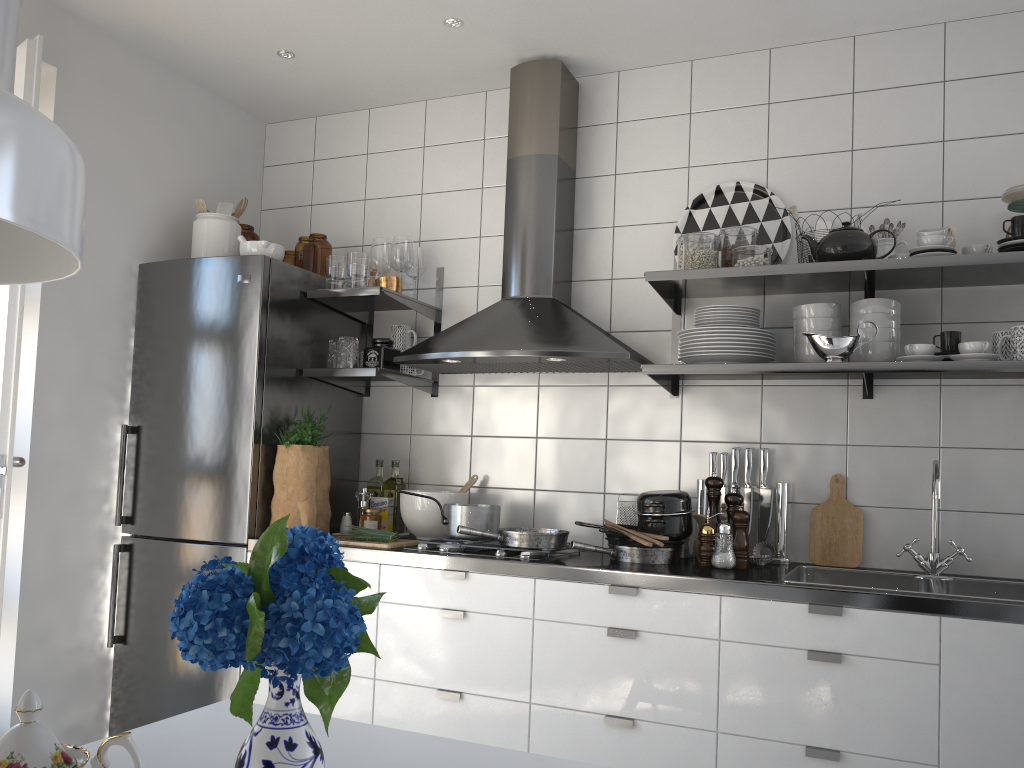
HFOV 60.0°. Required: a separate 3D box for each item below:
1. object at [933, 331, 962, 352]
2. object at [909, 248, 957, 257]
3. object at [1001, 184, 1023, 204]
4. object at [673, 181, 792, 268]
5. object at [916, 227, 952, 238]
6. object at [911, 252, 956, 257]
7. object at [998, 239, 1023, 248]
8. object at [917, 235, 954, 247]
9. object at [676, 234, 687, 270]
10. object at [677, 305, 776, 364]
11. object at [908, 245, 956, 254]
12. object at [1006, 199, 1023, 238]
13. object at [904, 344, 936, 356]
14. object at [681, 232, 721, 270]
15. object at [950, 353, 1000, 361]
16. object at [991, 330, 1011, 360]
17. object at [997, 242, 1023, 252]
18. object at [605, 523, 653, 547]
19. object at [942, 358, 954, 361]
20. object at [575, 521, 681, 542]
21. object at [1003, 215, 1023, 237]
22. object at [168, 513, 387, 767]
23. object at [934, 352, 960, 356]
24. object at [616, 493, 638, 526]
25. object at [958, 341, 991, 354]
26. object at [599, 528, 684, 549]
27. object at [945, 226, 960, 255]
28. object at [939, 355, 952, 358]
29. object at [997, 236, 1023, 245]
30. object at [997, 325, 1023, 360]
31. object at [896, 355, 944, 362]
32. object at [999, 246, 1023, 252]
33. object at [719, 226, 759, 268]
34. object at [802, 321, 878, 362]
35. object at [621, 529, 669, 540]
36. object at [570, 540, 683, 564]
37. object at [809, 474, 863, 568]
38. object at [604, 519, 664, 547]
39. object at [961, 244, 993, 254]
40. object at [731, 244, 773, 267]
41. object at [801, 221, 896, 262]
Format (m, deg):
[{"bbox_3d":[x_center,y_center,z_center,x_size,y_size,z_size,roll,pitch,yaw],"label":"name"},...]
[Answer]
[{"bbox_3d":[1.264,-0.111,2.565,0.055,0.078,0.071,3,-4,-16],"label":"object"},{"bbox_3d":[1.178,-0.354,2.481,0.121,0.021,0.121,-1,-6,28],"label":"object"},{"bbox_3d":[1.509,-0.545,2.564,0.163,0.046,0.164,4,-6,-17],"label":"object"},{"bbox_3d":[0.745,-0.497,3.012,0.395,0.392,0.053,0,-4,24],"label":"object"},{"bbox_3d":[1.179,-0.414,2.484,0.083,0.067,0.078,-1,-6,39],"label":"object"},{"bbox_3d":[1.178,-0.345,2.481,0.121,0.021,0.121,-1,-6,28],"label":"object"},{"bbox_3d":[1.374,-0.366,2.381,0.121,0.023,0.121,6,-7,-34],"label":"object"},{"bbox_3d":[1.177,-0.385,2.483,0.079,0.049,0.082,3,-5,-3],"label":"object"},{"bbox_3d":[0.601,-0.401,2.926,0.121,0.170,0.121,-2,-6,43],"label":"object"},{"bbox_3d":[0.672,-0.137,2.783,0.306,0.194,0.302,0,-6,28],"label":"object"},{"bbox_3d":[1.176,-0.364,2.483,0.121,0.024,0.121,0,-6,19],"label":"object"},{"bbox_3d":[1.503,-0.420,2.545,0.159,0.208,0.186,0,-5,24],"label":"object"},{"bbox_3d":[1.136,-0.083,2.466,0.079,0.047,0.083,1,-5,16],"label":"object"},{"bbox_3d":[0.588,-0.396,2.764,0.121,0.130,0.122,2,-4,10],"label":"object"},{"bbox_3d":[1.248,-0.065,2.390,0.121,0.021,0.121,-1,-6,28],"label":"object"},{"bbox_3d":[1.379,-0.094,2.443,0.083,0.100,0.108,5,-5,-32],"label":"object"},{"bbox_3d":[1.372,-0.356,2.381,0.121,0.021,0.121,-1,-6,28],"label":"object"},{"bbox_3d":[0.346,0.454,2.676,0.064,0.044,0.336,3,-6,-9],"label":"object"},{"bbox_3d":[1.265,-0.058,2.554,0.121,0.021,0.121,6,-6,-31],"label":"object"},{"bbox_3d":[0.378,0.466,2.733,0.246,0.080,0.357,-1,-6,32],"label":"object"},{"bbox_3d":[1.368,-0.410,2.389,0.070,0.078,0.055,-2,-6,44],"label":"object"},{"bbox_3d":[-0.290,0.348,1.102,0.265,0.376,0.237,0,-4,26],"label":"object"},{"bbox_3d":[1.265,-0.076,2.557,0.121,0.023,0.121,2,-5,4],"label":"object"},{"bbox_3d":[0.402,0.471,3.004,0.101,0.201,0.081,1,-4,14],"label":"object"},{"bbox_3d":[1.248,-0.086,2.390,0.079,0.047,0.083,-1,-6,36],"label":"object"},{"bbox_3d":[0.365,0.480,2.737,0.347,0.082,0.243,5,-6,-25],"label":"object"},{"bbox_3d":[1.285,-0.390,2.648,0.116,0.151,0.127,6,-5,-40],"label":"object"},{"bbox_3d":[1.266,-0.067,2.553,0.121,0.023,0.121,3,-5,-5],"label":"object"},{"bbox_3d":[1.372,-0.375,2.383,0.121,0.023,0.121,5,-6,-25],"label":"object"},{"bbox_3d":[1.369,-0.101,2.371,0.083,0.100,0.109,3,-5,-7],"label":"object"},{"bbox_3d":[1.135,-0.062,2.466,0.121,0.021,0.121,0,-6,21],"label":"object"},{"bbox_3d":[1.373,-0.347,2.380,0.121,0.021,0.121,2,-5,1],"label":"object"},{"bbox_3d":[0.720,-0.406,2.818,0.121,0.170,0.121,-2,-6,43],"label":"object"},{"bbox_3d":[0.948,-0.116,2.566,0.210,0.134,0.102,2,-4,6],"label":"object"},{"bbox_3d":[0.389,0.463,2.706,0.065,0.021,0.337,3,-6,-12],"label":"object"},{"bbox_3d":[0.354,0.517,2.763,0.351,0.060,0.233,2,-5,2],"label":"object"},{"bbox_3d":[1.033,0.433,2.819,0.157,0.293,0.047,1,-4,24],"label":"object"},{"bbox_3d":[0.362,0.448,2.681,0.059,0.060,0.335,4,-6,-18],"label":"object"},{"bbox_3d":[1.308,-0.360,2.491,0.079,0.047,0.083,-1,-6,36],"label":"object"},{"bbox_3d":[0.728,-0.372,2.690,0.121,0.079,0.122,1,-5,10],"label":"object"},{"bbox_3d":[0.981,-0.403,2.591,0.178,0.142,0.200,4,-5,-25],"label":"object"}]
